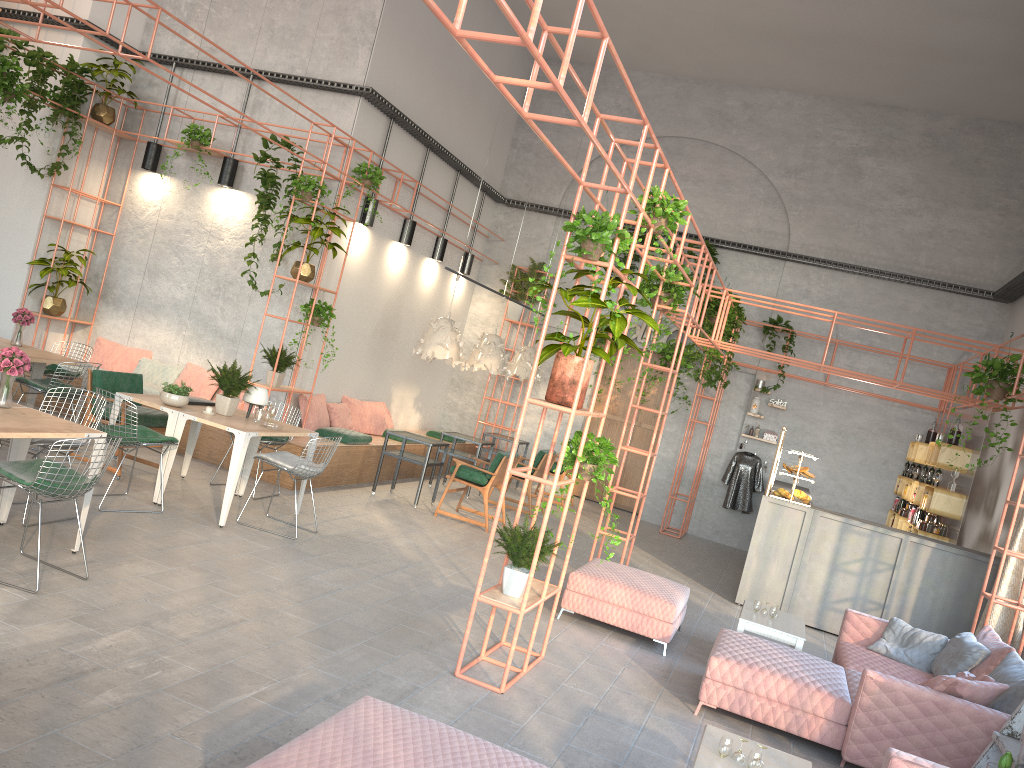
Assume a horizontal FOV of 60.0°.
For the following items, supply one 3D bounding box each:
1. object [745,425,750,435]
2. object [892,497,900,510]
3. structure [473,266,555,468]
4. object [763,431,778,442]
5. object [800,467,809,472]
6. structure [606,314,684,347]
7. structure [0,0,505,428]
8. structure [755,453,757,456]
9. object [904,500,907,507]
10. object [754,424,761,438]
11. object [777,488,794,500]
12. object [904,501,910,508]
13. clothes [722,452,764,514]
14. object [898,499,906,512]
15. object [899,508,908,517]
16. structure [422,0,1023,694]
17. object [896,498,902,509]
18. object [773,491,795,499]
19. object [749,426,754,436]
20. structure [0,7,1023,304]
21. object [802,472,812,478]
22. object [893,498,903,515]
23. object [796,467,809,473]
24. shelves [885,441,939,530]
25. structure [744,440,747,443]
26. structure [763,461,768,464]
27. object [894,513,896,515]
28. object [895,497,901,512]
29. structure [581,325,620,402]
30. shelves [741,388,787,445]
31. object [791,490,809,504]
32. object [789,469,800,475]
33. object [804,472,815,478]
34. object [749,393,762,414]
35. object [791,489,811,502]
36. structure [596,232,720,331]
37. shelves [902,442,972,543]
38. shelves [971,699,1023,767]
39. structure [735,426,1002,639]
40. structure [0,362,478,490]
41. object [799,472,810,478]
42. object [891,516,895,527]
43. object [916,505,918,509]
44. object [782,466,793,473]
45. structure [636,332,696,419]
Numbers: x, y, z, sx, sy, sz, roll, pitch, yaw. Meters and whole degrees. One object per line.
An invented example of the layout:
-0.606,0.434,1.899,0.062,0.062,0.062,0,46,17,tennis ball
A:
3.742,0.724,14.079,0.055,0.164,0.092,15,1,37,object
5.671,1.765,13.084,0.070,0.209,0.070,14,1,8,object
-0.012,-0.177,15.169,0.630,3.597,0.430,15,1,18,structure
4.071,0.823,13.954,0.219,0.149,0.129,15,1,18,object
3.322,0.982,10.157,0.149,0.081,0.088,14,1,3,object
2.192,-0.926,14.757,1.312,0.505,0.063,15,1,18,structure
-3.978,-1.697,10.860,4.501,4.345,14.096,15,1,17,structure
3.860,1.110,14.073,0.066,0.044,0.019,15,1,18,structure
5.651,1.748,12.724,0.072,0.248,0.094,15,1,18,object
3.882,0.740,14.020,0.081,0.204,0.081,15,1,18,object
3.112,1.246,10.086,0.089,0.095,0.237,13,1,-38,object
5.638,1.725,12.631,0.072,0.287,0.074,13,1,-40,object
3.662,1.572,14.023,0.625,0.997,0.366,14,1,-2,clothes
5.536,1.699,12.573,0.066,0.291,0.066,14,1,2,object
5.377,1.763,12.146,0.115,0.107,0.115,14,1,-16,object
2.348,0.566,7.026,4.157,4.247,14.689,15,1,18,structure
5.585,1.730,12.748,0.072,0.248,0.094,15,1,18,object
3.119,1.265,10.166,0.243,0.062,0.091,15,1,12,object
3.794,0.744,14.039,0.063,0.151,0.063,14,1,4,object
-1.872,-3.490,8.324,15.603,0.110,15.203,15,1,18,structure
3.330,1.021,9.999,0.132,0.051,0.099,15,1,16,object
5.623,1.882,12.950,0.084,0.529,0.711,15,1,20,object
3.265,0.963,9.973,0.142,0.087,0.094,15,1,26,object
5.601,1.737,12.466,0.328,1.838,1.750,15,1,18,shelves
3.731,0.919,14.124,0.066,0.044,0.019,15,1,18,structure
4.010,1.243,14.020,0.066,0.044,0.019,15,1,18,structure
5.664,2.035,13.177,0.072,0.243,0.074,13,1,-40,object
5.609,1.750,12.853,0.073,0.219,0.105,15,1,24,object
1.403,-0.501,15.040,0.950,1.527,0.921,13,1,-39,structure
3.993,0.506,13.982,0.560,0.790,0.186,15,1,18,shelves
3.284,1.282,10.112,0.232,0.110,0.090,15,1,38,object
3.193,0.986,10.047,0.146,0.064,0.101,15,1,13,object
3.339,1.012,9.967,0.152,0.058,0.095,14,1,9,object
3.865,0.305,14.048,0.136,0.336,0.145,15,1,32,object
3.270,1.257,10.025,0.240,0.104,0.073,14,1,-1,object
2.371,-1.742,14.638,1.939,1.514,0.856,15,1,12,structure
5.018,1.626,10.640,0.328,1.838,1.750,15,1,18,shelves
2.880,1.807,4.567,0.856,1.618,0.842,15,1,18,shelves
4.484,1.856,11.212,2.579,2.022,4.057,15,1,18,structure
-3.498,0.575,13.229,4.386,0.500,5.831,15,1,18,structure
3.291,1.019,10.024,0.151,0.052,0.097,15,1,20,object
5.516,2.018,12.765,0.094,0.219,0.094,13,1,-39,object
5.696,1.742,12.528,0.072,0.287,0.074,13,1,-40,object
3.161,0.980,10.171,0.129,0.060,0.100,15,1,20,object
2.626,-0.162,14.673,0.950,1.527,0.921,15,1,16,structure
